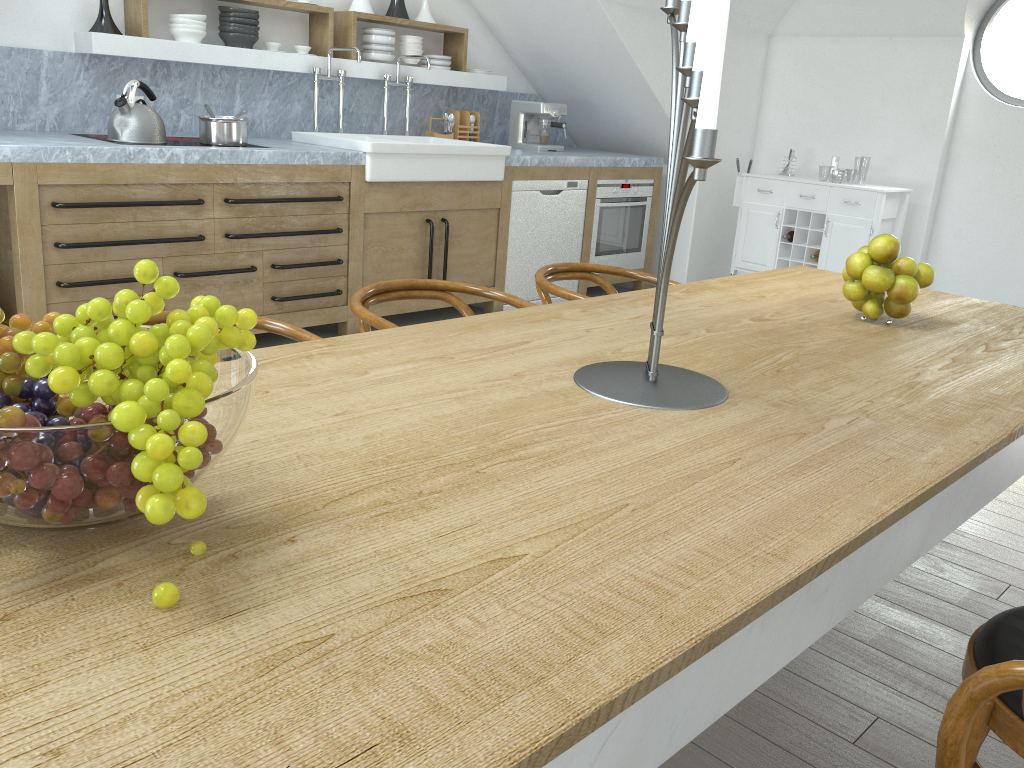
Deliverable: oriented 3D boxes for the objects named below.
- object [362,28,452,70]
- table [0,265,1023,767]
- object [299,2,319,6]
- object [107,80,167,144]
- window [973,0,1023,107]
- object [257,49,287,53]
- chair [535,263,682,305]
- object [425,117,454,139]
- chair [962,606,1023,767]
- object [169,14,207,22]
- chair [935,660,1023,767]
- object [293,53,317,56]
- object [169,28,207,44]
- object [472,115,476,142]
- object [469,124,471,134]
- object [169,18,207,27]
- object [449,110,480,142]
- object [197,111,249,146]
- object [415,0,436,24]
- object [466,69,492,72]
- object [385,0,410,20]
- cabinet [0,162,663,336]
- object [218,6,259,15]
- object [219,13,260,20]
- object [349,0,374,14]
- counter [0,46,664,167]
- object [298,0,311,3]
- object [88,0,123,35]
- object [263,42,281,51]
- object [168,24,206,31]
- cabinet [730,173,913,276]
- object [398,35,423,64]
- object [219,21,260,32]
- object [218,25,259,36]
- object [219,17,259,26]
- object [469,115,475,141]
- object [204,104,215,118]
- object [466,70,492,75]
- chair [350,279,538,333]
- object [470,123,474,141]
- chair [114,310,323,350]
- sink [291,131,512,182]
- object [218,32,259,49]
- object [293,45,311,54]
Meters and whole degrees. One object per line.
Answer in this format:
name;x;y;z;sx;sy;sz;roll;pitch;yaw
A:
object;-0.642;-2.063;5.485;0.199;0.194;0.659;19;23;41
table;0.122;0.392;1.581;1.023;0.792;3.359;20;23;41
object;-1.160;-2.114;4.938;0.164;0.012;0.165;-5;20;-28
object;-1.668;-1.212;3.934;0.246;0.265;0.248;-8;20;-35
window;3.328;-2.145;5.549;0.904;0.893;0.060;20;22;41
object;-1.319;-1.826;4.873;0.164;0.012;0.165;-5;20;-28
chair;0.349;0.007;2.978;0.624;0.729;0.529;18;21;38
object;-0.471;-1.649;5.772;0.173;0.170;0.101;-12;23;-43
chair;0.993;0.573;1.332;0.624;0.729;0.529;17;21;37
object;-1.640;-1.837;4.487;0.181;0.075;0.182;2;17;-9
chair;0.471;0.690;0.834;0.624;0.729;0.529;19;22;41
object;-1.184;-1.858;5.007;0.164;0.012;0.165;-5;20;-28
object;-1.648;-1.765;4.505;0.181;0.063;0.182;-3;19;-23
object;-0.263;-1.706;5.954;0.022;0.194;0.019;-11;22;-43
object;-0.285;-1.707;5.953;0.018;0.194;0.023;-8;20;-37
object;-1.643;-1.809;4.494;0.181;0.068;0.182;-5;20;-28
object;-0.321;-1.713;5.927;0.104;0.221;0.201;19;22;41
object;-1.340;-1.231;4.290;0.233;0.169;0.397;11;19;22
object;-0.540;-2.359;5.524;0.156;0.217;0.157;12;18;24
object;-0.239;-2.088;5.930;0.214;0.025;0.214;14;20;29
object;-0.689;-2.343;5.354;0.156;0.266;0.157;-10;22;-40
cabinet;-1.546;-0.635;4.473;1.009;1.014;6.448;19;23;41
object;-1.440;-1.941;4.673;0.206;0.079;0.206;-12;23;-42
object;-1.439;-1.914;4.680;0.205;0.083;0.207;-1;18;-18
object;-0.876;-2.300;5.172;0.156;0.266;0.157;14;19;31
counter;-1.450;-1.432;4.315;0.966;0.615;6.596;20;23;41
object;-1.158;-2.136;4.932;0.099;0.048;0.099;19;22;39
object;-1.938;-1.779;4.216;0.156;0.217;0.157;12;18;24
object;-1.317;-1.848;4.866;0.099;0.048;0.099;19;22;39
object;-1.646;-1.786;4.498;0.181;0.065;0.182;2;17;-9
cabinet;2.061;-1.003;6.114;1.140;0.783;0.498;20;22;41
object;-0.625;-2.059;5.469;0.158;0.159;0.155;-1;18;-18
object;-1.439;-1.867;4.685;0.205;0.086;0.207;3;17;-4
object;-1.447;-1.841;4.694;0.205;0.085;0.207;2;17;-9
object;-1.442;-1.889;4.682;0.206;0.072;0.206;14;20;29
object;-0.270;-1.701;5.928;0.040;0.191;0.042;5;16;4
object;-1.418;-1.251;4.249;0.237;0.165;0.051;18;21;37
object;-0.239;-2.080;5.932;0.214;0.025;0.214;14;20;29
chair;-0.165;0.124;2.479;0.529;0.729;0.625;-11;22;-41
object;-0.267;-1.703;5.944;0.018;0.195;0.020;-3;17;-23
chair;-0.633;0.261;1.931;0.624;0.729;0.529;18;21;38
sink;-0.615;-1.284;5.018;0.731;0.200;1.024;20;23;41
object;-1.449;-1.816;4.702;0.206;0.072;0.206;14;20;29
object;-1.182;-1.880;5.000;0.099;0.048;0.099;19;22;39
